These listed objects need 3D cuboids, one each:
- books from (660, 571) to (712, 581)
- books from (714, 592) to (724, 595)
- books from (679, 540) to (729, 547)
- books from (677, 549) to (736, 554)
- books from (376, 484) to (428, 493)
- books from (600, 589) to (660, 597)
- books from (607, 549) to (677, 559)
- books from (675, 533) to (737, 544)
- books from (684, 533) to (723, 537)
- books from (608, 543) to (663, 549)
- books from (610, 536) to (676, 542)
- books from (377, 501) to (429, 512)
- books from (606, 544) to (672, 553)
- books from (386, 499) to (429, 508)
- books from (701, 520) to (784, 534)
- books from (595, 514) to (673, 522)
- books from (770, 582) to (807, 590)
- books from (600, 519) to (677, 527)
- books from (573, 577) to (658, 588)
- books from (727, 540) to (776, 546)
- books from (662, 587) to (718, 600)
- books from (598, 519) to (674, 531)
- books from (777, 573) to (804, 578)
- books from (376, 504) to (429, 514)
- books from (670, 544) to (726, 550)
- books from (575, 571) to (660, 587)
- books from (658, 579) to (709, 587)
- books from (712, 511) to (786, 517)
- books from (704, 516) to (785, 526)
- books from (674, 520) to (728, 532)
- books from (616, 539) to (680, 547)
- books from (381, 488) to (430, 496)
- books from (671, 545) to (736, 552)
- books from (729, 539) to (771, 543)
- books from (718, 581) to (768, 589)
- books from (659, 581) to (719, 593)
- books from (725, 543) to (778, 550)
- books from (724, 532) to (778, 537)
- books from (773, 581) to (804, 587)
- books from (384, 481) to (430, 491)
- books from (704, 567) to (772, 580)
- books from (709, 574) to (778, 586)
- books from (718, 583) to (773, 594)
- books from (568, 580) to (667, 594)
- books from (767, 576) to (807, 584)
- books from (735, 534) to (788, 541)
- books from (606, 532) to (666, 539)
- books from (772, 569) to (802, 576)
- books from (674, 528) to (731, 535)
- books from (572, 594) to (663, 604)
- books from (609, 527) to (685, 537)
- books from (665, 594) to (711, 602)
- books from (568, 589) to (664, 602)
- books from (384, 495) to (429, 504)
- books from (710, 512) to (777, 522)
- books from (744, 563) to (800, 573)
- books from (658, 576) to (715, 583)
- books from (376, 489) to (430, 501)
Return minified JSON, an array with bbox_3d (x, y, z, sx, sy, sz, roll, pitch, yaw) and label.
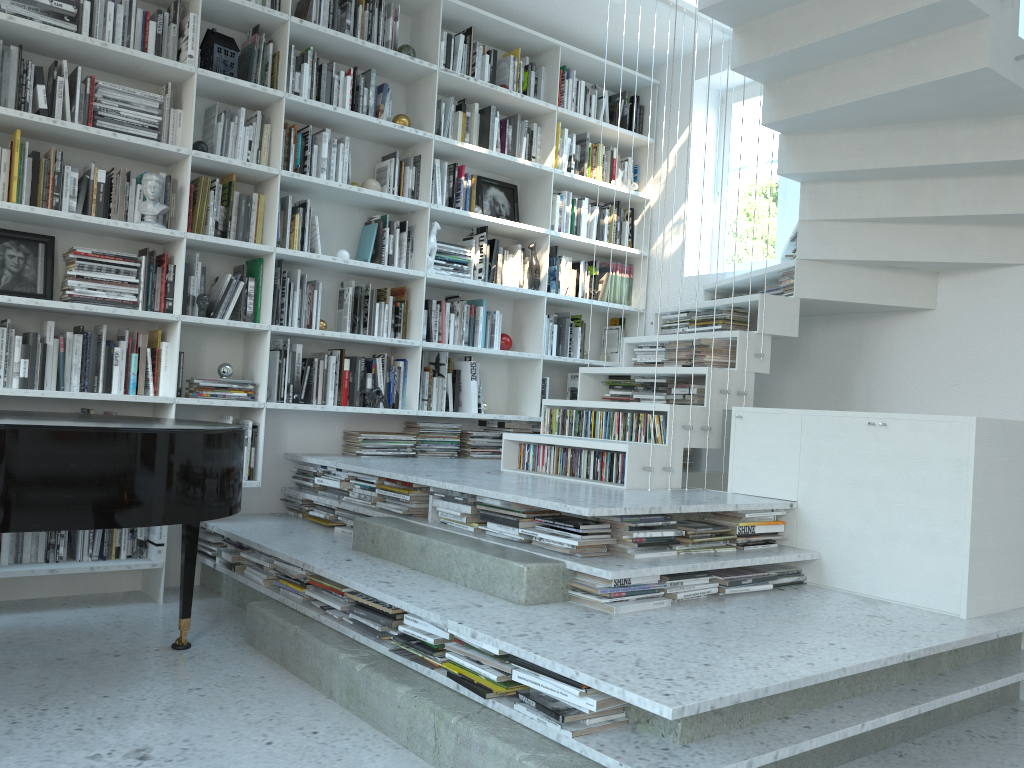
[{"bbox_3d":[0.557,0.647,3.040,0.220,0.013,0.149,5,-2,-39],"label":"books"},{"bbox_3d":[0.775,0.736,3.216,0.250,0.009,0.144,5,-2,-39],"label":"books"},{"bbox_3d":[0.654,0.569,3.248,0.215,0.015,0.177,5,-2,-37],"label":"books"},{"bbox_3d":[0.655,0.599,3.244,0.291,0.007,0.174,4,-2,-35],"label":"books"},{"bbox_3d":[-0.439,0.450,3.816,0.187,0.009,0.261,5,-2,-39],"label":"books"},{"bbox_3d":[0.341,0.657,2.853,0.210,0.012,0.168,4,-2,-34],"label":"books"},{"bbox_3d":[0.434,0.578,3.073,0.216,0.015,0.177,5,-2,-40],"label":"books"},{"bbox_3d":[0.665,0.554,3.236,0.273,0.014,0.187,5,-2,-43],"label":"books"},{"bbox_3d":[0.652,0.542,3.254,0.179,0.010,0.160,5,-2,-36],"label":"books"},{"bbox_3d":[0.424,0.552,3.089,0.207,0.012,0.131,5,-2,-42],"label":"books"},{"bbox_3d":[0.433,0.527,3.079,0.210,0.012,0.168,5,-2,-37],"label":"books"},{"bbox_3d":[-0.442,0.525,3.817,0.178,0.014,0.247,5,-2,-40],"label":"books"},{"bbox_3d":[0.426,0.564,3.085,0.227,0.013,0.148,5,-2,-40],"label":"books"},{"bbox_3d":[-0.423,0.511,3.831,0.138,0.017,0.237,5,-2,-39],"label":"books"},{"bbox_3d":[0.892,0.549,3.432,0.284,0.030,0.177,5,-2,-37],"label":"books"},{"bbox_3d":[0.425,0.462,3.096,0.261,0.016,0.128,5,-2,-39],"label":"books"},{"bbox_3d":[0.990,0.755,3.372,0.261,0.006,0.151,5,-2,-42],"label":"books"},{"bbox_3d":[0.437,0.475,3.079,0.228,0.009,0.159,5,-2,-42],"label":"books"},{"bbox_3d":[0.332,0.633,2.867,0.257,0.010,0.132,4,-2,-34],"label":"books"},{"bbox_3d":[0.884,0.606,3.437,0.259,0.009,0.152,5,-2,-41],"label":"books"},{"bbox_3d":[0.565,0.699,3.025,0.232,0.019,0.169,5,-2,-43],"label":"books"},{"bbox_3d":[0.431,0.488,3.086,0.221,0.018,0.154,5,-2,-37],"label":"books"},{"bbox_3d":[0.985,0.722,3.380,0.225,0.007,0.133,4,-2,-34],"label":"books"},{"bbox_3d":[-0.448,0.537,3.813,0.182,0.011,0.253,4,-2,-34],"label":"books"},{"bbox_3d":[0.644,0.583,3.260,0.294,0.014,0.133,5,-2,-41],"label":"books"},{"bbox_3d":[0.342,0.616,2.856,0.234,0.025,0.157,5,-2,-43],"label":"books"},{"bbox_3d":[0.553,0.667,3.043,0.211,0.018,0.134,4,-2,-35],"label":"books"},{"bbox_3d":[0.902,0.491,3.424,0.285,0.013,0.181,5,-2,-43],"label":"books"},{"bbox_3d":[0.898,0.528,3.426,0.261,0.012,0.179,4,-2,-34],"label":"books"},{"bbox_3d":[0.660,0.519,3.245,0.203,0.011,0.173,5,-2,-43],"label":"books"},{"bbox_3d":[0.439,0.540,3.071,0.215,0.013,0.189,5,-2,-39],"label":"books"},{"bbox_3d":[-0.435,0.461,3.820,0.161,0.012,0.254,4,-2,-34],"label":"books"},{"bbox_3d":[0.656,0.593,3.244,0.287,0.005,0.165,4,-2,-33],"label":"books"},{"bbox_3d":[0.881,0.594,3.442,0.262,0.016,0.132,5,-2,-43],"label":"books"},{"bbox_3d":[0.785,0.711,3.205,0.254,0.005,0.161,5,-2,-42],"label":"books"},{"bbox_3d":[0.559,0.683,3.034,0.273,0.012,0.158,5,-2,-40],"label":"books"},{"bbox_3d":[0.889,0.616,3.430,0.220,0.011,0.177,5,-2,-40],"label":"books"},{"bbox_3d":[0.885,0.571,3.439,0.268,0.014,0.160,5,-2,-39],"label":"books"},{"bbox_3d":[0.988,0.747,3.375,0.179,0.010,0.160,5,-2,-38],"label":"books"},{"bbox_3d":[-0.418,0.441,3.833,0.128,0.013,0.296,5,-2,-40],"label":"books"},{"bbox_3d":[0.781,0.678,3.201,0.275,0.009,0.176,5,-2,-38],"label":"books"},{"bbox_3d":[0.792,0.691,3.198,0.287,0.018,0.190,5,-2,-39],"label":"books"},{"bbox_3d":[0.788,0.723,3.200,0.250,0.018,0.177,4,-2,-35],"label":"books"},{"bbox_3d":[0.339,0.644,2.857,0.292,0.012,0.159,4,-2,-35],"label":"books"},{"bbox_3d":[0.987,0.734,3.377,0.234,0.017,0.151,5,-2,-37],"label":"books"},{"bbox_3d":[0.897,0.582,3.422,0.281,0.008,0.181,4,-2,-33],"label":"books"},{"bbox_3d":[0.432,0.517,3.082,0.260,0.009,0.153,4,-2,-35],"label":"books"},{"bbox_3d":[0.983,0.711,3.385,0.229,0.014,0.133,5,-2,-39],"label":"books"},{"bbox_3d":[0.656,0.531,3.250,0.246,0.013,0.172,5,-2,-39],"label":"books"},{"bbox_3d":[0.336,0.678,2.858,0.264,0.006,0.164,5,-2,-37],"label":"books"},{"bbox_3d":[0.446,0.505,3.065,0.230,0.015,0.190,4,-2,-33],"label":"books"},{"bbox_3d":[0.555,0.715,3.036,0.208,0.015,0.152,5,-2,-40],"label":"books"},{"bbox_3d":[0.336,0.671,2.858,0.285,0.008,0.159,5,-2,-40],"label":"books"},{"bbox_3d":[-0.432,0.493,3.823,0.159,0.018,0.203,5,-2,-40],"label":"books"},{"bbox_3d":[0.895,0.510,3.432,0.192,0.024,0.167,4,-2,-33],"label":"books"},{"bbox_3d":[0.984,0.701,3.385,0.215,0.007,0.130,5,-2,-36],"label":"books"},{"bbox_3d":[0.557,0.656,3.039,0.242,0.005,0.152,5,-2,-37],"label":"books"},{"bbox_3d":[-0.438,0.475,3.818,0.179,0.017,0.293,5,-2,-37],"label":"books"}]
